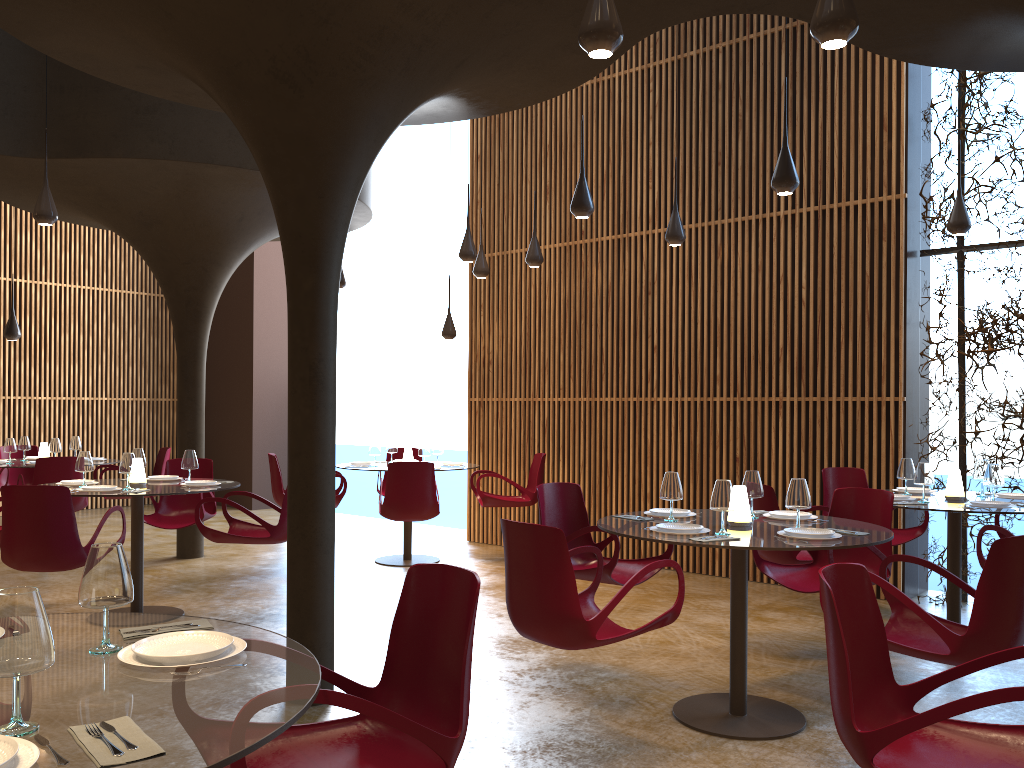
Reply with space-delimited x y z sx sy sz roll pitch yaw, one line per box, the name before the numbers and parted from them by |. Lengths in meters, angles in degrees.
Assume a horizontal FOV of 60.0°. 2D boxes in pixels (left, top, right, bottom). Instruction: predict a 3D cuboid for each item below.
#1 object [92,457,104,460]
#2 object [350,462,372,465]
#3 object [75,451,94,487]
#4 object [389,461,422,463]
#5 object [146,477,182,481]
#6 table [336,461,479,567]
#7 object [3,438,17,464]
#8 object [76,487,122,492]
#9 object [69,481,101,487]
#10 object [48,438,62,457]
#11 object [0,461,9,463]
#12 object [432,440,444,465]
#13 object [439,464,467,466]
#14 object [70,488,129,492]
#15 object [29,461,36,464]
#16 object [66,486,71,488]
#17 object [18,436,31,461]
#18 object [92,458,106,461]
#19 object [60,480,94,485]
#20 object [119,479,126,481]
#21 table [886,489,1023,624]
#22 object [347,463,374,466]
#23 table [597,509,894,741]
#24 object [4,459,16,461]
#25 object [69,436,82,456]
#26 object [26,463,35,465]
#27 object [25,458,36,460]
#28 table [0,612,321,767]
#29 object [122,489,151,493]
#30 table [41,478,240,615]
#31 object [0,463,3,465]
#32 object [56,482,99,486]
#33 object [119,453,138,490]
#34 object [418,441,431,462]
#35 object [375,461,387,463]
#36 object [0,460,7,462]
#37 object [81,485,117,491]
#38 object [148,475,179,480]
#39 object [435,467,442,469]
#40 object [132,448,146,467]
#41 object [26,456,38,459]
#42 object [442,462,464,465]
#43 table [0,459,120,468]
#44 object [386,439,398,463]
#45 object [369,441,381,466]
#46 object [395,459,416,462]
object | -5.167 0.922 10.907 0.263 0.029 0.263 0 -2 18
object | -1.765 0.931 10.362 0.263 0.029 0.263 -1 -2 34
object | -3.561 0.710 7.382 0.142 0.295 0.142 0 0 -4
object | -1.311 0.961 10.956 0.410 0.012 0.204 1 -2 -7
object | -3.187 0.869 8.106 0.332 0.014 0.332 0 -2 4
table | -1.226 1.521 10.432 1.672 1.130 1.672 0 -1 -4
object | -5.789 0.772 10.227 0.142 0.295 0.142 1 0 -39
object | -3.275 0.839 7.035 0.332 0.014 0.332 1 -2 -26
object | -3.708 0.852 7.568 0.204 0.012 0.411 0 -2 5
object | -5.328 0.778 10.340 0.142 0.295 0.142 0 0 31
object | -6.014 0.909 10.292 0.332 0.014 0.332 0 -2 12
object | -0.885 0.815 10.550 0.142 0.295 0.142 1 0 -32
object | -0.692 0.950 10.420 0.332 0.014 0.332 0 -2 14
object | -3.280 0.841 7.034 0.410 0.012 0.204 1 -2 -5
object | -5.356 0.899 10.108 0.263 0.029 0.263 2 -2 -42
object | -3.772 0.849 7.268 0.262 0.017 0.126 0 -2 9
object | -5.942 0.786 10.806 0.142 0.295 0.142 1 0 -33
object | -5.167 0.932 10.907 0.332 0.014 0.332 0 -2 2
object | -3.708 0.841 7.564 0.263 0.029 0.263 0 -2 6
object | -3.487 0.875 8.142 0.126 0.017 0.262 0 -2 3
table | 3.415 1.456 6.848 1.672 1.130 1.672 1 -1 -8
object | -1.766 0.941 10.362 0.332 0.014 0.332 -1 -2 38
table | 1.337 1.397 5.226 1.672 1.130 1.672 1 -1 -30
object | -6.167 0.931 10.892 0.126 0.017 0.262 1 -2 -32
object | -5.394 0.794 10.957 0.142 0.295 0.142 0 0 25
object | -5.356 0.908 10.108 0.332 0.014 0.332 -1 -2 32
object | -5.900 0.930 11.035 0.332 0.014 0.332 2 -2 -44
table | -1.307 1.293 2.080 1.672 1.130 1.672 1 -1 -30
object | -2.973 0.848 7.021 0.126 0.017 0.262 0 -2 -1
table | -3.195 1.429 7.558 1.672 1.130 1.672 0 -1 4
object | -5.896 0.909 10.013 0.262 0.017 0.126 1 -2 -26
object | -3.708 0.851 7.564 0.332 0.014 0.332 1 -2 -30
object | -3.119 0.708 7.209 0.142 0.295 0.142 1 0 -36
object | -0.996 0.802 10.089 0.142 0.295 0.142 0 0 45
object | -1.618 0.965 10.958 0.126 0.017 0.262 0 -2 -3
object | -6.014 0.899 10.292 0.263 0.029 0.263 1 -2 -13
object | -3.275 0.830 7.035 0.263 0.029 0.263 1 -2 -4
object | -3.187 0.860 8.106 0.263 0.029 0.263 0 -2 13
object | -0.856 0.942 9.897 0.126 0.017 0.262 0 -2 1
object | -3.353 0.727 7.943 0.142 0.295 0.142 0 0 36
object | -5.900 0.920 11.035 0.263 0.029 0.263 0 -2 10
object | -0.692 0.940 10.420 0.263 0.029 0.263 -1 -2 43
table | -5.592 1.495 10.585 1.672 1.130 1.672 1 -1 -27
object | -1.463 0.817 10.775 0.142 0.295 0.142 0 0 41
object | -1.581 0.801 10.219 0.142 0.295 0.142 1 0 -28
object | -1.315 0.950 10.955 0.263 0.029 0.263 1 -2 -12
